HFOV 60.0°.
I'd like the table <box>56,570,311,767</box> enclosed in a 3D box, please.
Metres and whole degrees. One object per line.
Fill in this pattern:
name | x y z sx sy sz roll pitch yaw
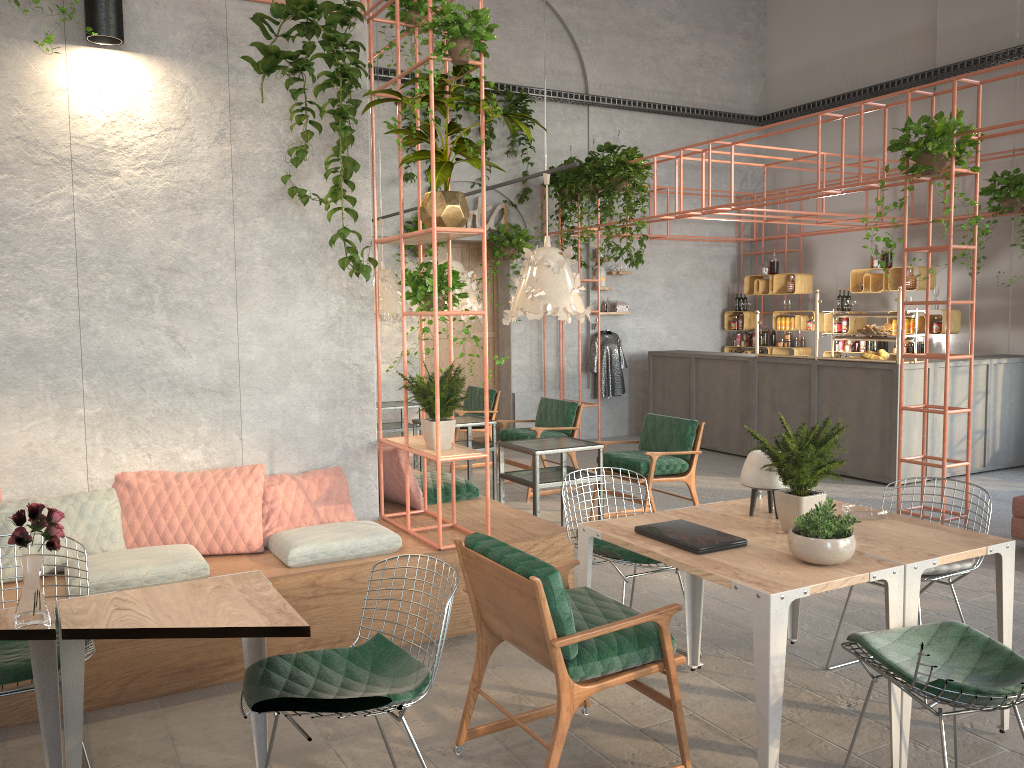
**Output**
table | -0.969 1.179 2.722 0.694 0.830 1.214 -3 5 -29

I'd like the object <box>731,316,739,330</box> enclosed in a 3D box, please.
object | 3.379 -0.920 13.406 0.131 0.207 0.131 1 5 16

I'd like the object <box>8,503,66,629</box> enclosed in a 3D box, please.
object | -1.488 0.561 2.741 0.213 0.414 0.225 -4 6 -36

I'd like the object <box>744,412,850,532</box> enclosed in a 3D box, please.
object | 1.247 0.381 3.826 0.438 0.527 0.368 -3 5 -29

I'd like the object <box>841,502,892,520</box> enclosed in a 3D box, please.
object | 1.651 0.593 4.134 0.218 0.041 0.218 -2 5 -20

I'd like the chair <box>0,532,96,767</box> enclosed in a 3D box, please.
chair | -1.864 1.097 3.301 0.565 0.941 0.717 -3 5 -27

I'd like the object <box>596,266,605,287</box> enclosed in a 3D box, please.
object | 1.235 -1.523 12.383 0.136 0.336 0.145 -2 5 -15

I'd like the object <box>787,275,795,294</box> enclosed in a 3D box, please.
object | 3.944 -1.403 12.498 0.137 0.261 0.137 0 5 7

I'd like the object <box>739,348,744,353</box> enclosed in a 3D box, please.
object | 3.493 -0.422 13.507 0.074 0.243 0.254 -1 5 2

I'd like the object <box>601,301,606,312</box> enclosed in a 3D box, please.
object | 1.280 -1.083 12.435 0.063 0.151 0.063 -5 6 -43

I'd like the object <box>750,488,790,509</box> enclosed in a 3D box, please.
object | 1.275 0.532 4.297 0.165 0.154 0.210 -4 6 -39

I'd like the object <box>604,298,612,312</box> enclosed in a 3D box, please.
object | 1.350 -1.115 12.482 0.081 0.204 0.081 -3 5 -28

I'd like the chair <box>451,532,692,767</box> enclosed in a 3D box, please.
chair | 0.210 1.063 3.475 0.685 0.917 0.722 -3 5 -29

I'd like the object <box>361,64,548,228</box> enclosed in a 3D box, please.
object | -0.321 -1.343 4.996 0.934 0.947 0.903 1 5 23

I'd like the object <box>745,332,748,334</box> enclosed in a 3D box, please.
object | 3.537 -0.679 13.398 0.070 0.209 0.070 4 6 44

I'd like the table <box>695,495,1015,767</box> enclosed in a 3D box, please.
table | 1.504 1.039 4.076 0.694 0.830 1.214 -3 5 -29

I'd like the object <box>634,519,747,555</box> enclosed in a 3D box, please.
object | 0.750 0.643 3.755 0.268 0.031 0.427 -3 5 -29

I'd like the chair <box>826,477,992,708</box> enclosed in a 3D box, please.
chair | 1.934 0.969 4.331 0.717 0.941 0.565 -4 6 -32

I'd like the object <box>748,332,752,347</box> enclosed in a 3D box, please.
object | 3.531 -0.660 13.117 0.073 0.219 0.105 -3 5 -23

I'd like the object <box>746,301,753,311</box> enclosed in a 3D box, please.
object | 3.566 -1.167 13.319 0.115 0.147 0.115 1 5 16

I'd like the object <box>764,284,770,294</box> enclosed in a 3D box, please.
object | 3.707 -1.366 12.804 0.123 0.142 0.141 -3 5 -29

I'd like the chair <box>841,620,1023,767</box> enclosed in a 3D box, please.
chair | 1.512 1.079 3.038 0.565 0.941 0.717 -2 5 -12

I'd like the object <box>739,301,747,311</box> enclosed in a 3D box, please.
object | 3.451 -1.161 13.256 0.115 0.147 0.115 1 5 16

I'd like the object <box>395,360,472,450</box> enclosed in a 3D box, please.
object | -0.434 0.119 5.138 0.438 0.527 0.368 -3 5 -29

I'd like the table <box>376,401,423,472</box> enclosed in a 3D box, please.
table | -1.391 0.625 9.971 0.635 0.798 0.602 -3 5 -29

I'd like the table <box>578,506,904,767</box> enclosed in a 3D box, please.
table | 0.895 1.074 3.739 0.694 0.830 1.205 -3 5 -29

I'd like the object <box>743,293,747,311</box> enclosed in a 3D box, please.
object | 3.525 -1.246 13.411 0.066 0.291 0.066 0 5 11

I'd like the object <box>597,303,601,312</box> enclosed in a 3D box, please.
object | 1.213 -1.088 12.422 0.055 0.164 0.092 -2 5 -10

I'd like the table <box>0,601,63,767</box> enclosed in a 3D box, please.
table | -1.577 1.214 2.384 0.694 0.830 1.205 -3 5 -29

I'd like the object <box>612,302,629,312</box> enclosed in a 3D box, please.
object | 1.539 -1.093 12.587 0.219 0.149 0.129 -3 5 -29

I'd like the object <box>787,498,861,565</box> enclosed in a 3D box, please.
object | 1.186 0.560 3.400 0.248 0.247 0.254 -3 5 -29

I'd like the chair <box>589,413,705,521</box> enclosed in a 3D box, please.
chair | 1.121 0.743 7.339 0.685 0.929 0.722 -3 5 -29

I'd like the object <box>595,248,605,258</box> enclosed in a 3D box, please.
object | 1.229 -1.825 12.349 0.133 0.145 0.133 1 5 23

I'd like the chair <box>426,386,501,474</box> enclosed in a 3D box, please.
chair | -0.569 0.513 10.400 0.685 0.930 0.722 -3 5 -29

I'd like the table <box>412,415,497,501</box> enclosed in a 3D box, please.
table | -0.544 0.741 8.438 0.635 0.798 0.602 -3 5 -29

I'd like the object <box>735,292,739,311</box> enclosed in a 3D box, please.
object | 3.386 -1.239 13.337 0.066 0.291 0.066 2 5 31

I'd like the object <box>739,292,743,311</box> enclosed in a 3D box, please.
object | 3.453 -1.242 13.374 0.066 0.291 0.066 -3 5 -22

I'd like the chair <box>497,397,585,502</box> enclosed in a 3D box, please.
chair | 0.267 0.627 8.886 0.685 0.930 0.722 -3 5 -29

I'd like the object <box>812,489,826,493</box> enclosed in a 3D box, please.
object | 1.408 0.557 4.128 0.095 0.119 0.095 -1 5 -5

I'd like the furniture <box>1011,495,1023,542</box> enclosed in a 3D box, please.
furniture | 4.334 1.022 6.392 0.941 0.446 0.976 -3 5 -29

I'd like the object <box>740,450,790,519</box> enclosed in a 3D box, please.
object | 1.195 0.473 4.157 0.241 0.313 0.241 1 5 16

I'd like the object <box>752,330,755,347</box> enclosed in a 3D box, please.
object | 3.588 -0.669 13.024 0.072 0.248 0.094 -3 5 -29

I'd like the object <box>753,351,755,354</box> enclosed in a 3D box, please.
object | 3.586 -0.374 13.059 0.094 0.219 0.094 0 5 4

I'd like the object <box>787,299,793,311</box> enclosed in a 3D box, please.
object | 3.898 -1.106 12.446 0.083 0.159 0.083 -2 5 -19

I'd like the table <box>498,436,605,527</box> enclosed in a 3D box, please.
table | 0.302 0.856 6.905 0.635 0.798 0.602 -3 5 -29

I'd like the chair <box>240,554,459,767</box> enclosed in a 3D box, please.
chair | -0.539 1.108 2.976 0.717 0.941 0.565 -4 6 -32

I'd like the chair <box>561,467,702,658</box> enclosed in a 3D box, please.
chair | 0.609 0.958 4.656 0.565 0.941 0.717 -3 5 -27

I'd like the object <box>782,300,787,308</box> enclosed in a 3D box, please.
object | 3.854 -1.112 12.525 0.083 0.159 0.083 -2 5 -19

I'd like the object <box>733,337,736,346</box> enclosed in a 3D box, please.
object | 3.375 -0.638 13.406 0.073 0.131 0.073 -1 5 -4

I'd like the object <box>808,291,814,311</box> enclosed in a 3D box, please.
object | 4.133 -1.151 12.271 0.075 0.273 0.075 2 5 27

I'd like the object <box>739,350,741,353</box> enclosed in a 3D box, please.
object | 3.472 -0.397 13.387 0.083 0.215 0.257 -1 5 2

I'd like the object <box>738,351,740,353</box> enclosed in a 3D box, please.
object | 3.524 -0.398 13.390 0.266 0.215 0.084 -1 5 -2

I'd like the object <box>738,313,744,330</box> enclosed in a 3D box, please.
object | 3.443 -0.934 13.261 0.072 0.248 0.094 -3 5 -29

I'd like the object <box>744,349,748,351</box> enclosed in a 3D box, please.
object | 3.543 -0.416 13.435 0.074 0.243 0.254 -1 5 2

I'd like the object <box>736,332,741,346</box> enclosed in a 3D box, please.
object | 3.406 -0.671 13.322 0.070 0.209 0.070 -4 6 -38
